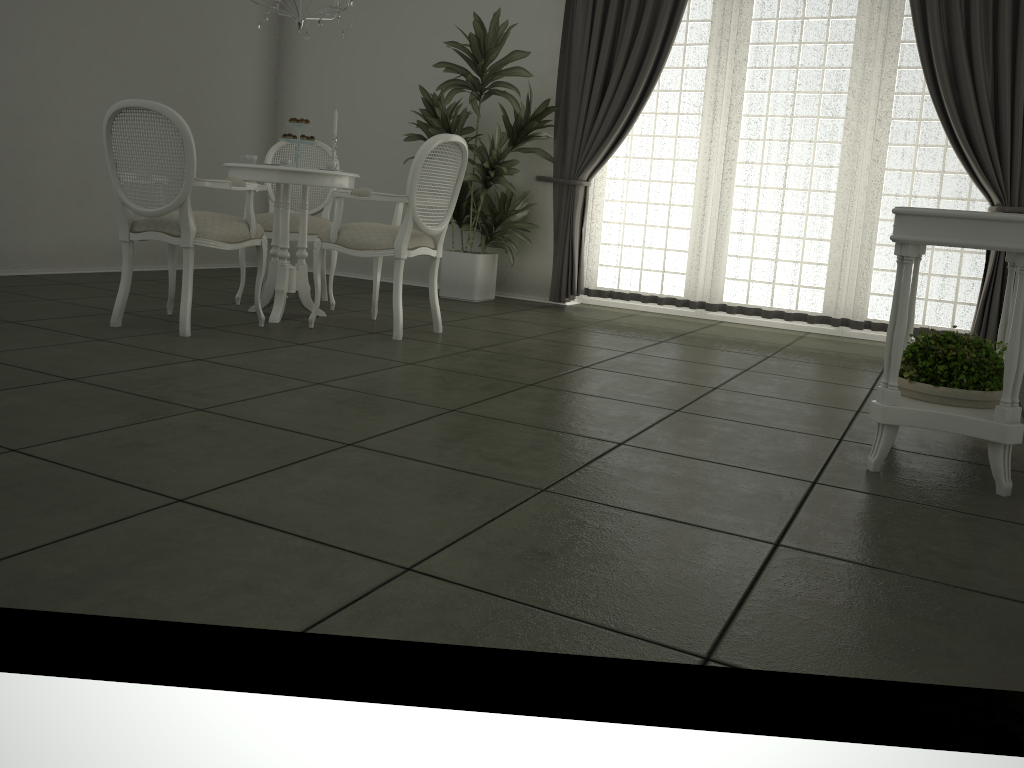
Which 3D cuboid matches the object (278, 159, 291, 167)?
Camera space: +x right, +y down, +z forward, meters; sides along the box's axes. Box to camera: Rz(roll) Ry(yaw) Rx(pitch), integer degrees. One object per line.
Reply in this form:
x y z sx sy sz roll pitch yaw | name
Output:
-1.310 -1.269 5.094 0.062 0.049 0.079 6 10 6 | object

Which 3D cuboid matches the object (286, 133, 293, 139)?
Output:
-1.216 -1.356 4.831 0.039 0.031 0.040 3 9 -8 | object

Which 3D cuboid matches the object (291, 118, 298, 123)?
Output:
-1.195 -1.447 4.851 0.039 0.031 0.040 -4 12 -42 | object

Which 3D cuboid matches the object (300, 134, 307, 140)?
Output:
-1.143 -1.351 4.836 0.039 0.031 0.040 2 9 -13 | object

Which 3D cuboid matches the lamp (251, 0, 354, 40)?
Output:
-1.055 -3.107 4.689 0.592 2.413 0.600 5 6 4 | lamp

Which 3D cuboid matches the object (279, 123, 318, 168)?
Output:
-1.187 -1.317 4.902 0.211 0.246 0.213 0 10 -31 | object

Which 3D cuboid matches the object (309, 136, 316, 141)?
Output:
-1.110 -1.361 4.901 0.039 0.031 0.040 -4 12 -42 | object

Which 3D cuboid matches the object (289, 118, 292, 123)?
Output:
-1.217 -1.456 4.885 0.039 0.031 0.040 -1 11 -32 | object

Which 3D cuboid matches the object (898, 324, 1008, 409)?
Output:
1.424 -0.071 2.858 0.375 0.229 0.349 8 10 22 | object

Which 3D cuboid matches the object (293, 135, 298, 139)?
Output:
-1.223 -1.381 4.957 0.039 0.031 0.040 2 9 -13 | object

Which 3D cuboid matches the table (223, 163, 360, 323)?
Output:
-1.249 -0.786 4.945 0.743 0.821 0.746 8 9 23 | table

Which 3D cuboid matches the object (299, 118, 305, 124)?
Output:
-1.154 -1.445 4.853 0.040 0.031 0.040 10 11 32 | object

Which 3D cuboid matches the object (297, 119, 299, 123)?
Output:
-1.199 -1.462 4.922 0.039 0.031 0.040 7 9 12 | object

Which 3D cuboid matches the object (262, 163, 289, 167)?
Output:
-1.250 -1.155 4.668 0.119 0.015 0.120 8 12 16 | object

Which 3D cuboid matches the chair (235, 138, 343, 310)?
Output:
-1.378 -1.045 5.612 0.594 1.053 0.699 3 8 -8 | chair

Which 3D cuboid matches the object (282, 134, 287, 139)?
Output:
-1.256 -1.371 4.892 0.039 0.031 0.040 2 9 -13 | object

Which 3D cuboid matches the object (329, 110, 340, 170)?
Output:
-1.006 -1.381 5.004 0.088 0.361 0.088 5 6 4 | object

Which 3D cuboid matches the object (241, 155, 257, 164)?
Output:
-1.396 -1.193 4.702 0.063 0.049 0.078 11 12 36 | object

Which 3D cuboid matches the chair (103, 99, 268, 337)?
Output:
-1.607 -0.800 4.295 0.597 1.053 0.696 7 8 17 | chair

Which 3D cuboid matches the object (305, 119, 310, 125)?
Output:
-1.135 -1.450 4.890 0.039 0.031 0.040 2 10 -18 | object

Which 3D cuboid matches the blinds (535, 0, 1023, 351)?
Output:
1.828 -1.647 5.993 3.679 2.576 0.664 9 8 26 | blinds

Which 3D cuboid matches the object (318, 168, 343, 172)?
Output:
-0.996 -1.171 4.846 0.119 0.015 0.120 8 12 16 | object

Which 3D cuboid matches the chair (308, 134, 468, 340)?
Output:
-0.624 -0.806 4.710 0.694 1.053 0.599 8 8 27 | chair

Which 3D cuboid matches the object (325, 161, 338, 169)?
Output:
-0.987 -1.195 4.848 0.078 0.049 0.063 -1 11 -31 | object

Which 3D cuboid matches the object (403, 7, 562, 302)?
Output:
-0.299 -1.679 6.597 1.172 2.075 1.041 12 10 44 | object

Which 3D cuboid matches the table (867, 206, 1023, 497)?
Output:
1.422 -0.146 2.853 0.435 0.797 0.703 8 9 26 | table

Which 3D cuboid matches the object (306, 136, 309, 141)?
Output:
-1.150 -1.377 4.962 0.039 0.031 0.040 1 10 -23 | object
